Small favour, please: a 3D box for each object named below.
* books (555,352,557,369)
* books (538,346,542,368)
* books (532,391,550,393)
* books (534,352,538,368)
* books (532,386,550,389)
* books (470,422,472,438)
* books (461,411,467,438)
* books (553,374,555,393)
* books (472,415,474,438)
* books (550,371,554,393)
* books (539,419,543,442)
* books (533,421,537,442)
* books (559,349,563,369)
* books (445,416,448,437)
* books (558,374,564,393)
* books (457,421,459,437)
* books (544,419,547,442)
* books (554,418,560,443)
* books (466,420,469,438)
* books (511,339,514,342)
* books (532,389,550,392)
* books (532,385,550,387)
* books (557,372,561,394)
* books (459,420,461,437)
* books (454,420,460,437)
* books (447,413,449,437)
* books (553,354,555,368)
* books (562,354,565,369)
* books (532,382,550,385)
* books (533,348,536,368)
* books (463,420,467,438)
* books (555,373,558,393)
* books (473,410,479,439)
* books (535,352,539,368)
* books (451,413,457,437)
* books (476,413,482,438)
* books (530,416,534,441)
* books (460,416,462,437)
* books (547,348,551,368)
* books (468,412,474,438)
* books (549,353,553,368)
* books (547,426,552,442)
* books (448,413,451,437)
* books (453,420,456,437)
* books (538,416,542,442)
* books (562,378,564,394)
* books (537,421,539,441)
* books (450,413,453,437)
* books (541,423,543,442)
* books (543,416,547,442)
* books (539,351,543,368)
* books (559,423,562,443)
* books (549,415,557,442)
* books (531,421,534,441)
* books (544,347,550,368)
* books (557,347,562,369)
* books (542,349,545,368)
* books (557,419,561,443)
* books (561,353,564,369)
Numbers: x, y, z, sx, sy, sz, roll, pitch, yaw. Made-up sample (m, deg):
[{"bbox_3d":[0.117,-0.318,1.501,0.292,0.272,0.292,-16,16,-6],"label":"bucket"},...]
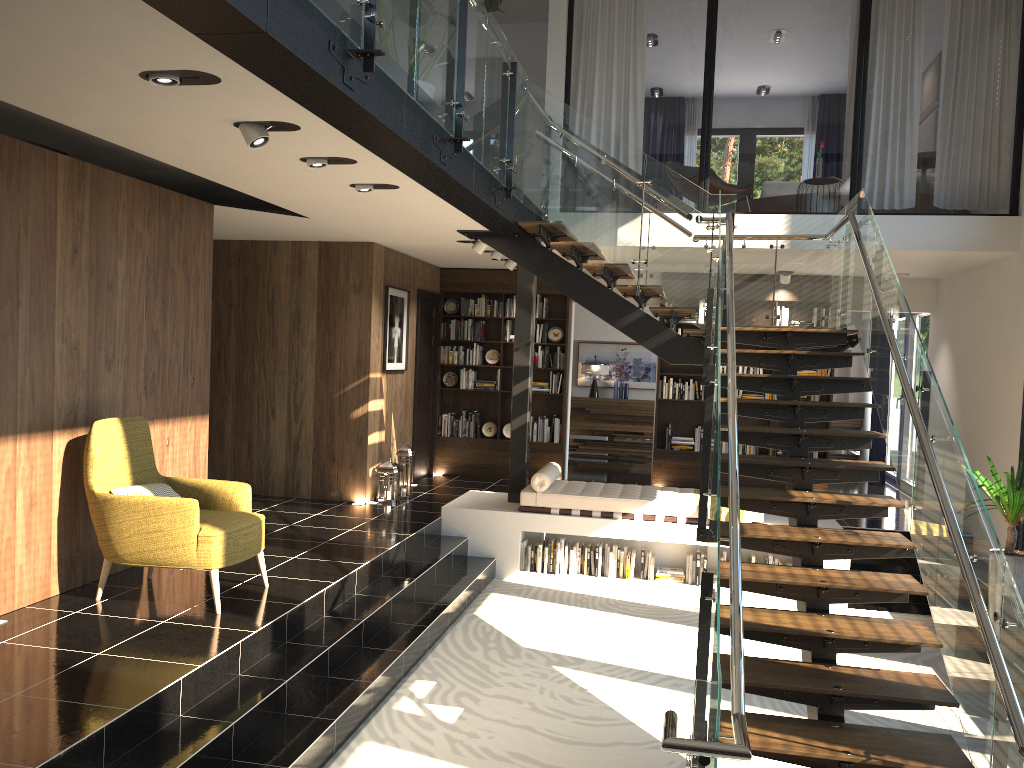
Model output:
[{"bbox_3d":[0.569,-0.301,11.308,0.020,0.209,0.147,3,2,11],"label":"books"},{"bbox_3d":[0.361,-0.348,11.360,0.020,0.281,0.153,3,2,11],"label":"books"},{"bbox_3d":[0.356,0.098,11.419,0.245,0.021,0.159,3,2,13],"label":"books"},{"bbox_3d":[0.307,-0.310,11.381,0.026,0.200,0.154,3,2,11],"label":"books"},{"bbox_3d":[0.358,0.045,11.414,0.263,0.030,0.159,3,2,8],"label":"books"},{"bbox_3d":[-0.511,0.594,11.609,0.033,0.209,0.192,3,2,11],"label":"books"},{"bbox_3d":[-0.624,0.524,11.591,0.016,0.341,0.217,3,2,11],"label":"books"},{"bbox_3d":[0.547,-0.005,11.350,0.014,0.247,0.192,3,2,11],"label":"books"},{"bbox_3d":[-0.484,0.548,11.582,0.027,0.304,0.204,3,2,11],"label":"books"},{"bbox_3d":[0.512,-0.023,11.366,0.014,0.279,0.202,3,2,11],"label":"books"},{"bbox_3d":[0.379,0.598,11.405,0.029,0.286,0.137,3,3,11],"label":"books"},{"bbox_3d":[0.310,0.610,11.426,0.037,0.256,0.145,3,2,11],"label":"books"},{"bbox_3d":[0.626,-0.318,11.315,0.018,0.246,0.144,3,2,11],"label":"books"},{"bbox_3d":[-0.835,0.550,11.646,0.022,0.269,0.216,3,2,11],"label":"books"},{"bbox_3d":[0.625,-0.004,11.324,0.047,0.253,0.210,3,2,11],"label":"books"},{"bbox_3d":[-0.684,0.587,11.645,0.029,0.207,0.166,3,2,11],"label":"books"},{"bbox_3d":[0.439,0.598,11.389,0.018,0.292,0.191,3,2,11],"label":"books"},{"bbox_3d":[0.574,0.593,11.370,0.035,0.315,0.168,3,2,11],"label":"books"},{"bbox_3d":[-0.560,0.585,11.619,0.036,0.222,0.173,3,2,11],"label":"books"},{"bbox_3d":[0.124,-0.556,11.475,0.239,0.033,0.176,3,2,8],"label":"books"},{"bbox_3d":[0.355,0.074,11.406,0.271,0.028,0.174,3,2,7],"label":"books"},{"bbox_3d":[0.360,0.020,11.419,0.266,0.019,0.157,3,2,13],"label":"books"},{"bbox_3d":[0.597,-0.013,11.334,0.013,0.267,0.177,3,2,11],"label":"books"},{"bbox_3d":[-0.658,0.581,11.629,0.026,0.222,0.209,3,2,11],"label":"books"},{"bbox_3d":[-0.713,0.581,11.623,0.021,0.217,0.220,3,2,11],"label":"books"},{"bbox_3d":[-0.815,0.533,11.647,0.016,0.304,0.217,3,2,11],"label":"books"},{"bbox_3d":[0.549,-0.293,11.331,0.026,0.190,0.121,3,2,11],"label":"books"},{"bbox_3d":[0.664,-0.290,11.285,0.026,0.196,0.170,3,2,11],"label":"books"},{"bbox_3d":[0.363,-0.005,11.426,0.239,0.031,0.146,3,2,11],"label":"books"},{"bbox_3d":[0.281,-0.337,11.363,0.021,0.253,0.167,3,2,11],"label":"books"},{"bbox_3d":[-0.595,0.583,11.626,0.034,0.223,0.208,3,2,11],"label":"books"},{"bbox_3d":[0.581,-0.010,11.385,0.038,0.257,0.138,3,2,11],"label":"books"},{"bbox_3d":[-0.465,0.524,11.553,0.019,0.357,0.235,3,2,11],"label":"books"},{"bbox_3d":[0.330,-0.305,11.347,0.032,0.195,0.182,3,2,11],"label":"books"},{"bbox_3d":[-0.761,0.535,11.658,0.020,0.304,0.189,3,2,11],"label":"books"},{"bbox_3d":[-0.431,0.545,11.571,0.042,0.316,0.193,3,2,11],"label":"books"},{"bbox_3d":[0.251,0.574,11.436,0.019,0.321,0.161,3,3,11],"label":"books"},{"bbox_3d":[-0.638,0.552,11.612,0.017,0.282,0.232,3,2,11],"label":"books"},{"bbox_3d":[0.468,-0.333,11.329,0.016,0.262,0.155,3,2,11],"label":"books"},{"bbox_3d":[-0.537,0.537,11.592,0.016,0.322,0.218,3,2,11],"label":"books"},{"bbox_3d":[0.509,-0.299,11.349,0.060,0.196,0.119,3,2,11],"label":"books"},{"bbox_3d":[0.479,0.647,11.414,0.032,0.195,0.134,3,2,11],"label":"books"},{"bbox_3d":[-0.801,0.533,11.638,0.015,0.306,0.222,3,2,11],"label":"books"},{"bbox_3d":[-0.731,0.582,11.675,0.035,0.212,0.159,3,2,11],"label":"books"},{"bbox_3d":[0.359,0.579,11.404,0.012,0.322,0.177,3,2,11],"label":"books"},{"bbox_3d":[0.664,0.021,11.347,0.021,0.204,0.169,3,2,11],"label":"books"},{"bbox_3d":[0.344,0.609,11.433,0.025,0.260,0.114,3,3,11],"label":"books"},{"bbox_3d":[-0.778,0.535,11.667,0.018,0.302,0.195,3,2,11],"label":"books"},{"bbox_3d":[0.406,0.617,11.416,0.022,0.250,0.144,3,2,11],"label":"books"},{"bbox_3d":[0.423,0.577,11.392,0.016,0.332,0.195,3,2,11],"label":"books"},{"bbox_3d":[0.380,-0.315,11.347,0.027,0.219,0.139,3,2,11],"label":"books"},{"bbox_3d":[0.632,0.629,11.363,0.029,0.247,0.139,3,2,11],"label":"books"},{"bbox_3d":[0.525,0.570,11.375,0.065,0.354,0.164,3,3,11],"label":"books"},{"bbox_3d":[0.280,0.610,11.452,0.033,0.250,0.114,3,3,11],"label":"books"},{"bbox_3d":[0.443,-0.342,11.341,0.037,0.277,0.179,3,2,11],"label":"books"},{"bbox_3d":[0.605,-0.334,11.296,0.016,0.278,0.201,3,2,11],"label":"books"},{"bbox_3d":[0.413,-0.324,11.364,0.030,0.239,0.146,3,2,11],"label":"books"},{"bbox_3d":[0.603,0.598,11.358,0.029,0.307,0.149,3,3,11],"label":"books"},{"bbox_3d":[0.644,-0.294,11.305,0.023,0.200,0.120,3,2,11],"label":"books"}]
